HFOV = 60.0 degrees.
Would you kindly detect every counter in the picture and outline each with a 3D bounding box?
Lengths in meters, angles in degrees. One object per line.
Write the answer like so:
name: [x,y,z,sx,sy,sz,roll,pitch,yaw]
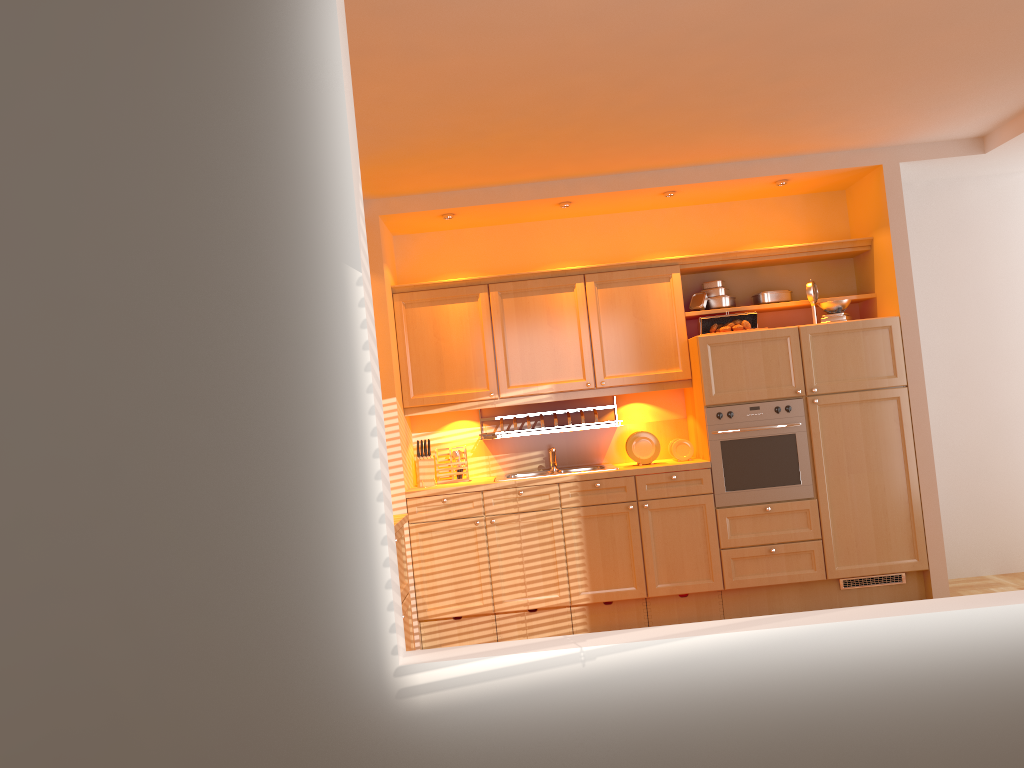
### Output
counter: [-0.940,0.725,4.078,0.770,0.038,2.250,-6,-2,0]
counter: [0.272,0.572,5.499,1.800,0.038,0.600,-6,-2,0]

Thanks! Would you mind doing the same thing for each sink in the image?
sink: [0.271,0.559,5.497,0.746,0.336,0.465,-6,-2,0]

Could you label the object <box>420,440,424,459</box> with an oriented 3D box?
object: [-0.547,0.475,5.453,0.019,0.265,0.038,-5,-2,-17]

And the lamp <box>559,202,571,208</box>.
lamp: [0.325,-1.095,5.430,0.070,0.021,0.070,-7,-3,40]

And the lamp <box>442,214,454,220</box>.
lamp: [-0.391,-1.023,5.429,0.070,0.021,0.070,-4,-3,-39]

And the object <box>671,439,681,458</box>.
object: [1.049,0.405,5.465,0.133,0.129,0.037,-6,-2,0]

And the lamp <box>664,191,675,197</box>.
lamp: [0.964,-1.160,5.426,0.070,0.021,0.070,-4,-3,-39]

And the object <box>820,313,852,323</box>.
object: [1.963,-0.394,5.367,0.156,0.053,0.179,-7,-2,35]

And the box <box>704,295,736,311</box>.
box: [1.309,-0.509,5.697,0.242,0.090,0.169,-7,-3,36]

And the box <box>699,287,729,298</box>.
box: [1.302,-0.577,5.700,0.177,0.066,0.124,-7,-3,36]

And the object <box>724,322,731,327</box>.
object: [1.336,-0.347,5.456,0.066,0.063,0.061,-6,-2,7]

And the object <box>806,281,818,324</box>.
object: [1.852,-0.496,5.440,0.039,0.271,0.134,-7,-2,35]

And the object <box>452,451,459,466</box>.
object: [-0.346,0.514,5.589,0.042,0.192,0.040,-4,-3,-39]

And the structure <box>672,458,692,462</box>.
structure: [1.057,0.470,5.519,0.084,0.010,0.219,-6,-2,1]

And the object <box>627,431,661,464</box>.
object: [0.808,0.390,5.442,0.205,0.200,0.049,-6,-2,2]

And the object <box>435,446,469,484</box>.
object: [-0.380,0.513,5.628,0.200,0.221,0.103,-6,-2,0]

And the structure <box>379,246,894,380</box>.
structure: [0.418,-0.555,4.940,4.091,1.148,1.061,-5,-2,-26]

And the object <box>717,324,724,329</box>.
object: [1.287,-0.341,5.478,0.069,0.061,0.037,-5,-2,-16]

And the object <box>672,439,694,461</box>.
object: [1.049,0.404,5.438,0.133,0.129,0.037,-6,-2,0]

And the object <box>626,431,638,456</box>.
object: [0.815,0.394,5.554,0.205,0.200,0.049,-6,-2,2]

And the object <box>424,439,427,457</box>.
object: [-0.526,0.473,5.463,0.019,0.265,0.038,-5,-2,-17]

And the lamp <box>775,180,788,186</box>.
lamp: [1.648,-1.229,5.424,0.070,0.021,0.070,-4,-3,-39]

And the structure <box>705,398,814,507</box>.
structure: [1.452,0.403,5.186,0.576,0.583,0.066,-6,-2,0]

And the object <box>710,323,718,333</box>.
object: [1.237,-0.337,5.436,0.055,0.064,0.069,-6,-2,5]

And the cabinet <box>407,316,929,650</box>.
cabinet: [0.878,0.600,5.481,3.000,1.700,0.625,-6,-2,0]

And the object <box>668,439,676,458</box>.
object: [1.053,0.410,5.603,0.133,0.129,0.037,-6,-2,2]

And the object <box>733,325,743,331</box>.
object: [1.365,-0.339,5.356,0.065,0.036,0.062,-6,-2,13]

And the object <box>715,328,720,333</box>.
object: [1.276,-0.328,5.426,0.067,0.035,0.068,-7,-3,41]

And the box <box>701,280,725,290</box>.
box: [1.297,-0.631,5.702,0.140,0.052,0.098,-7,-3,36]

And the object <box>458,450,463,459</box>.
object: [-0.335,0.515,5.637,0.042,0.192,0.040,-4,-3,-40]

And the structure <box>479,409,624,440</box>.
structure: [0.240,0.249,5.661,0.900,0.126,0.300,-6,-2,0]

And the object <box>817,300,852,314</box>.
object: [1.956,-0.458,5.369,0.199,0.075,0.199,-5,-2,-31]

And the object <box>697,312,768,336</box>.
object: [1.327,-0.363,5.434,0.400,0.123,0.280,-6,-2,1]

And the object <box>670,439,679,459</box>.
object: [1.051,0.407,5.520,0.133,0.129,0.037,-6,-2,0]

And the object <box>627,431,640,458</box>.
object: [0.810,0.391,5.470,0.205,0.200,0.049,-6,-2,2]

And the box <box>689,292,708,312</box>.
box: [1.183,-0.518,5.622,0.098,0.129,0.117,-7,-3,36]

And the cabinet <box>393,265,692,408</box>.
cabinet: [0.186,-0.291,5.664,1.792,0.712,0.332,-6,-2,0]

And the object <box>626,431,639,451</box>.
object: [0.813,0.393,5.526,0.205,0.200,0.049,-6,-2,2]

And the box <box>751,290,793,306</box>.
box: [1.671,-0.545,5.689,0.242,0.090,0.169,-5,-2,-19]

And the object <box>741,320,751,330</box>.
object: [1.420,-0.355,5.372,0.066,0.064,0.045,-4,-3,-38]

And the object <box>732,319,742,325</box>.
object: [1.380,-0.375,5.424,0.061,0.047,0.063,-4,-3,-42]

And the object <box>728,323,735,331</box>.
object: [1.332,-0.345,5.406,0.065,0.056,0.056,-5,-2,-15]

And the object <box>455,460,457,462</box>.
object: [-0.347,0.529,5.632,0.019,0.178,0.044,-6,-2,-3]

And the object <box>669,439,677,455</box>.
object: [1.052,0.408,5.548,0.133,0.129,0.037,-6,-2,0]

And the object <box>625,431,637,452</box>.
object: [0.816,0.395,5.581,0.205,0.200,0.049,-6,-2,2]

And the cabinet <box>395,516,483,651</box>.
cabinet: [-0.709,1.153,4.361,1.141,0.840,2.850,-6,-2,0]

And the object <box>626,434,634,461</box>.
object: [0.811,0.392,5.498,0.205,0.200,0.049,-6,-2,2]

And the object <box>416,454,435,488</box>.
object: [-0.533,0.533,5.470,0.100,0.200,0.070,-5,-2,-26]

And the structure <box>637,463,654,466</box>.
structure: [0.824,0.492,5.489,0.084,0.010,0.219,-6,-2,3]

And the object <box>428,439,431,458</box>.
object: [-0.504,0.472,5.473,0.019,0.265,0.037,-5,-2,-17]

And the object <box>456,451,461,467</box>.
object: [-0.332,0.517,5.598,0.017,0.196,0.020,-7,-2,26]

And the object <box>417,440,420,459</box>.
object: [-0.566,0.477,5.443,0.019,0.265,0.037,-4,-2,-36]

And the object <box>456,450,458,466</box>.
object: [-0.338,0.518,5.619,0.018,0.196,0.023,-6,-2,5]

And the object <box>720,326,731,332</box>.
object: [1.290,-0.330,5.362,0.066,0.034,0.069,-6,-2,19]
